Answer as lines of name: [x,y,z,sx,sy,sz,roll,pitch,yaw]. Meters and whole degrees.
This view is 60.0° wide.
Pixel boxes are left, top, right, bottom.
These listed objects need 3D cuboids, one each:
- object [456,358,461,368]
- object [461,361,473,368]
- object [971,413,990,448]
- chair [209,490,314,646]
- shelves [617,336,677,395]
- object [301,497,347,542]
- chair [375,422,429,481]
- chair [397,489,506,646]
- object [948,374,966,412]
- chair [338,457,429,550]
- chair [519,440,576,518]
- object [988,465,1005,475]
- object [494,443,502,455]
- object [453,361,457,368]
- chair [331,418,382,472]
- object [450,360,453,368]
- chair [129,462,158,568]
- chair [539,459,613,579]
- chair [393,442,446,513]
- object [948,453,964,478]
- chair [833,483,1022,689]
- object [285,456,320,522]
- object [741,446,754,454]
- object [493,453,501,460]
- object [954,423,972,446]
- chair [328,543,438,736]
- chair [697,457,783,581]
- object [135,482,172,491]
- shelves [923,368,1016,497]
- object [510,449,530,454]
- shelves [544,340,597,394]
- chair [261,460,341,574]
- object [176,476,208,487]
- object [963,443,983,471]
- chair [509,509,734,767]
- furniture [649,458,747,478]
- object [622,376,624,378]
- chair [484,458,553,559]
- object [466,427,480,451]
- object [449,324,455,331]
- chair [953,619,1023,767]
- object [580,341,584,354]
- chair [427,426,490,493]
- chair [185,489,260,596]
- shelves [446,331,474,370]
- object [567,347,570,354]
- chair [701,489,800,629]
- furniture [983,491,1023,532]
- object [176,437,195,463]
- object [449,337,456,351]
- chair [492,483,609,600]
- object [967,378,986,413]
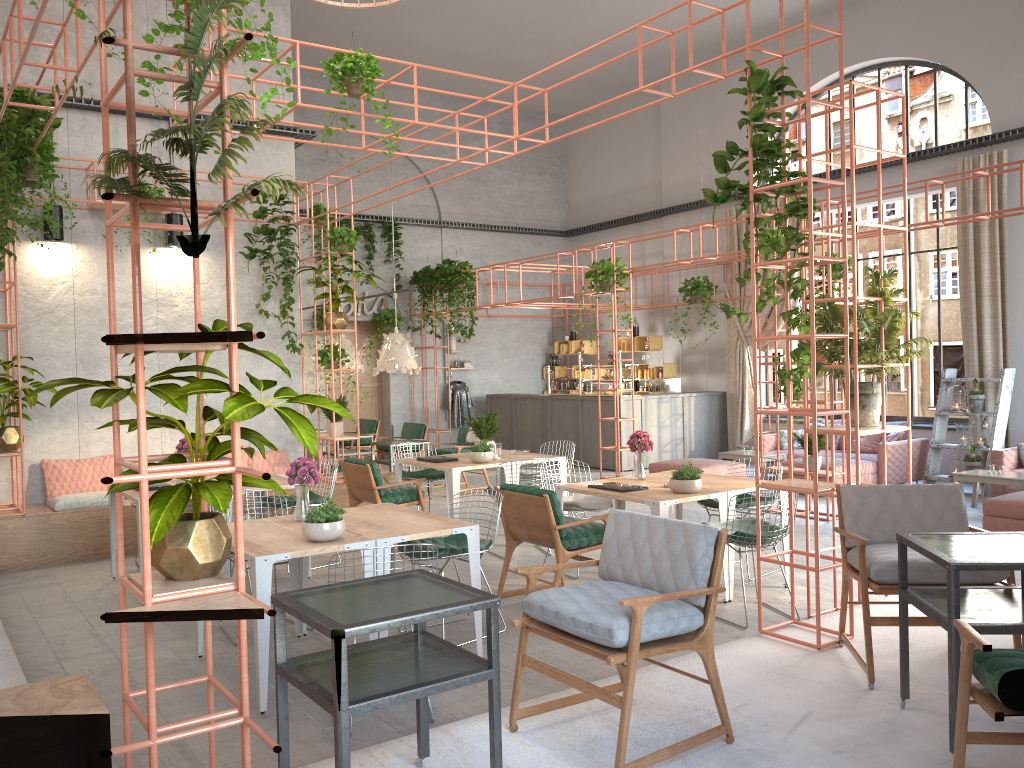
object: [-1.092,-0.428,18.025,0.081,0.204,0.081,-2,1,-34]
object: [-0.915,-0.403,18.148,0.219,0.149,0.129,-2,1,-35]
object: [6.045,0.598,11.447,0.219,0.430,0.216,-3,2,-41]
chair: [-1.762,1.252,6.198,0.565,0.941,0.717,-2,1,-33]
shelves: [2.416,0.013,17.028,0.328,1.838,1.750,-2,1,-35]
object: [-1.072,0.765,5.035,0.247,0.247,0.252,-2,1,-35]
chair: [-1.769,1.098,14.238,0.685,0.930,0.722,-2,1,-35]
chair: [-0.411,1.220,6.008,0.717,0.941,0.565,-2,1,-38]
object: [5.943,0.120,11.844,0.216,0.500,0.216,-2,1,-3]
chair: [-1.274,1.189,8.833,0.685,0.917,0.722,-2,1,-35]
chair: [0.353,1.121,9.863,0.717,0.941,0.565,-2,1,-38]
object: [5.401,0.988,9.950,0.199,0.145,0.156,-2,1,-20]
object: [-0.159,0.706,9.634,0.095,0.119,0.095,-2,1,-10]
object: [-1.157,-0.399,17.971,0.063,0.151,0.063,0,2,41]
chair: [-2.755,1.095,15.663,0.685,0.930,0.722,-2,1,-35]
object: [-1.223,-0.403,17.950,0.055,0.164,0.092,-2,1,-16]
chair: [-3.318,1.246,8.447,0.565,0.941,0.717,-2,1,-33]
chair: [0.601,1.158,7.773,0.565,0.941,0.717,-2,1,-33]
chair: [-0.997,1.153,10.052,0.565,0.941,0.717,-2,1,-33]
object: [5.811,1.067,11.615,0.208,0.320,0.192,-2,1,-29]
chair: [2.101,1.004,4.573,0.722,0.914,0.685,-1,1,5]
object: [-1.342,0.674,5.709,0.213,0.414,0.225,-3,2,-42]
object: [3.390,0.981,12.857,0.199,0.145,0.156,-2,1,-20]
object: [-0.175,0.745,9.170,0.115,0.078,0.115,-2,1,-29]
object: [5.938,0.663,11.661,0.223,0.297,0.223,-2,1,-15]
chair: [-0.699,1.255,4.675,0.565,0.941,0.717,-2,1,-18]
chair: [1.951,1.126,7.583,0.717,0.941,0.565,-2,1,-38]
object: [-3.095,0.873,7.587,0.268,0.031,0.427,-2,1,-35]
shelves: [6.040,0.609,11.736,0.856,1.618,0.842,-2,1,-35]
object: [0.083,0.738,9.662,0.218,0.041,0.218,-2,1,-26]
shelves: [1.324,0.009,18.606,0.328,1.838,1.750,-2,1,-35]
chair: [-1.967,1.215,8.258,0.717,0.941,0.565,-2,1,-38]
object: [-2.628,0.759,7.283,0.248,0.247,0.254,-2,1,-35]
object: [5.925,0.994,11.394,0.236,0.464,0.225,-1,1,33]
chair: [0.458,1.055,3.788,0.685,0.929,0.722,-2,1,-35]
furniture: [2.535,1.267,12.150,0.941,0.446,0.976,-2,1,-35]
object: [1.865,-0.130,15.204,0.152,0.058,0.095,-3,2,-44]
chair: [0.065,1.156,8.530,0.565,0.941,0.717,-2,1,-18]
object: [-0.376,0.627,9.646,0.241,0.313,0.241,-1,1,10]
object: [-1.216,-1.143,17.925,0.133,0.145,0.133,-1,1,17]
chair: [1.829,1.048,2.684,0.722,0.917,0.685,-1,1,5]
object: [1.480,-0.758,18.323,0.137,0.261,0.137,-1,1,1]
chair: [-0.762,1.101,12.782,0.685,0.929,0.722,-2,1,-35]
chair: [-2.255,1.250,6.925,0.565,0.941,0.717,-2,1,-18]
shelves: [-1.042,-0.685,18.040,0.560,0.790,0.186,-2,1,-34]
object: [1.214,-0.697,18.600,0.123,0.142,0.141,-2,1,-35]
chair: [1.663,1.161,6.250,0.565,0.941,0.717,-2,1,-18]
furniture: [5.152,1.276,8.368,0.941,0.446,0.976,-2,1,-35]
object: [-2.901,0.669,7.962,0.213,0.414,0.225,-3,2,-42]
object: [-1.207,-0.840,17.941,0.136,0.336,0.145,-2,1,-21]
chair: [0.324,1.194,6.553,0.685,0.917,0.722,-2,1,-35]
object: [6.088,0.144,11.629,0.212,0.457,0.217,-2,1,-18]
